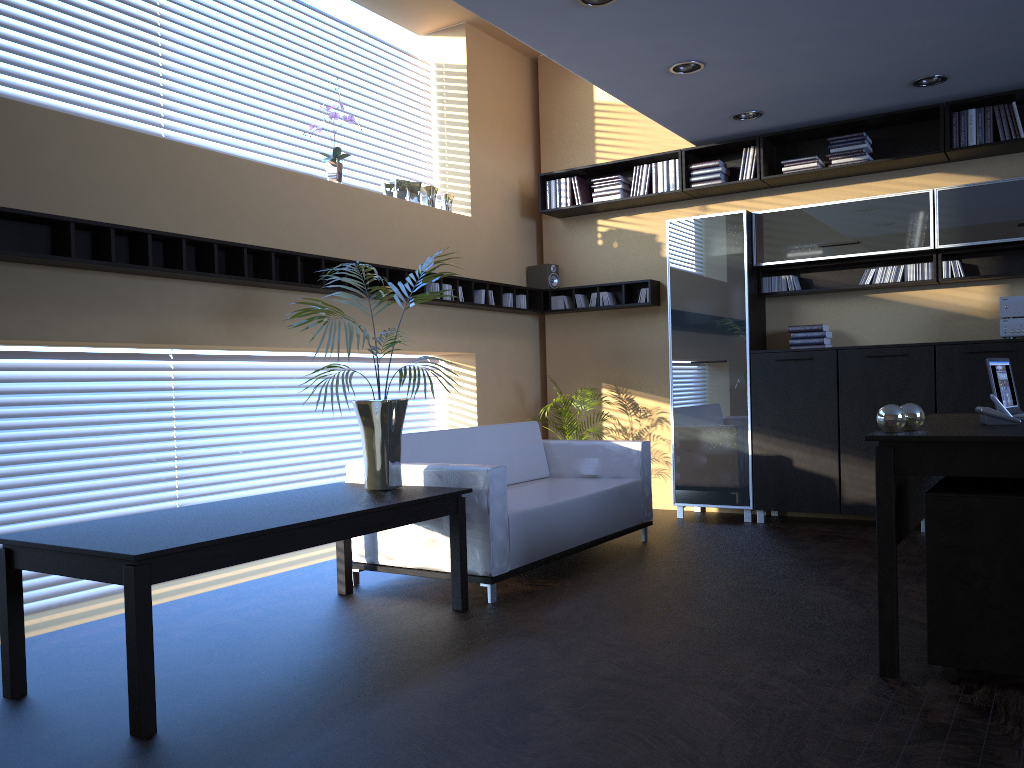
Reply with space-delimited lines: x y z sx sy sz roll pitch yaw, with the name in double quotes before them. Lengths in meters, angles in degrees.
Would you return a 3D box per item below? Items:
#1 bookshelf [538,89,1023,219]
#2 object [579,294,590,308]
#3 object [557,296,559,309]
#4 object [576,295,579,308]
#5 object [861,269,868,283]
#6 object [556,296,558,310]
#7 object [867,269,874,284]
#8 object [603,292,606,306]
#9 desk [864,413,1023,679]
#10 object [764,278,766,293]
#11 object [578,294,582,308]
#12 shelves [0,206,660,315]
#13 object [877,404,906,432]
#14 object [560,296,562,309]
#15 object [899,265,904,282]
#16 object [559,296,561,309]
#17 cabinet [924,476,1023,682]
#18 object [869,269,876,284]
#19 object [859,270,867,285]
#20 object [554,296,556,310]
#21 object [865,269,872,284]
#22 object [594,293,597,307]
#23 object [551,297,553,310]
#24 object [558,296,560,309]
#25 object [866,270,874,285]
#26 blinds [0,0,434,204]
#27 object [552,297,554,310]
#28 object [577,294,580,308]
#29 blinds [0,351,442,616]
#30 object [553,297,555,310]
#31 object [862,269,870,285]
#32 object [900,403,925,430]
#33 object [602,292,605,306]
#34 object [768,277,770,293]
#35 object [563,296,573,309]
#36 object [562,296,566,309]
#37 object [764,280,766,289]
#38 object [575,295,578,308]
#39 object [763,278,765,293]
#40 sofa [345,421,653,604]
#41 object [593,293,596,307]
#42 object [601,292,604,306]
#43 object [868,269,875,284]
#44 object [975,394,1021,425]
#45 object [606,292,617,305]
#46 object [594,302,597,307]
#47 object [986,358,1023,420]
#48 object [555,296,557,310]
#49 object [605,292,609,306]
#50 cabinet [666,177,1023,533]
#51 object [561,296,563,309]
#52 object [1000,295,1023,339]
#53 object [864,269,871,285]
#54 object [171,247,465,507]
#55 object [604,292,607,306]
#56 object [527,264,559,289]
"bookshelf" 2.499 -1.753 6.625 5.126 0.340 0.361 -2 0 32
"object" 0.650 -0.735 7.899 0.040 0.118 0.142 -1 1 32
"object" 0.450 -0.730 8.025 0.009 0.120 0.142 -1 1 32
"object" 0.619 -0.735 7.918 0.030 0.120 0.142 -1 1 32
"object" 2.655 -0.794 6.642 0.059 0.113 0.142 -1 1 32
"object" 0.441 -0.730 8.030 0.009 0.120 0.142 -1 1 32
"object" 2.687 -0.795 6.617 0.055 0.110 0.140 -1 1 32
"object" 0.843 -0.742 7.777 0.030 0.120 0.142 -1 1 32
"desk" 2.193 0.609 3.814 0.914 0.891 1.893 -1 0 32
"object" 2.026 -0.778 7.030 0.006 0.118 0.140 -1 1 32
"object" 0.637 -0.736 7.907 0.030 0.120 0.142 -1 1 32
"shelves" -1.012 -0.719 5.178 1.249 0.213 6.618 -2 0 32
"object" 1.461 0.131 3.414 0.105 0.105 0.105 -2 1 -39
"object" 0.476 -0.731 8.008 0.009 0.120 0.142 -1 1 32
"object" 2.866 -0.804 6.499 0.036 0.116 0.140 -1 1 32
"object" 0.467 -0.731 8.014 0.009 0.120 0.142 -1 1 32
"cabinet" 1.869 0.722 3.322 0.500 0.680 0.634 -1 1 32
"object" 2.698 -0.796 6.615 0.059 0.113 0.142 -1 1 32
"object" 2.641 -0.794 6.639 0.059 0.113 0.142 -1 1 32
"object" 0.423 -0.729 8.041 0.009 0.120 0.142 -1 1 32
"object" 2.676 -0.795 6.618 0.055 0.110 0.140 -1 1 32
"object" 0.770 -0.740 7.823 0.030 0.120 0.142 -1 1 32
"object" 0.397 -0.729 8.058 0.009 0.120 0.142 -1 1 32
"object" 0.458 -0.731 8.019 0.009 0.120 0.142 -1 1 32
"object" 2.687 -0.795 6.618 0.059 0.113 0.142 -1 1 32
"blinds" -2.125 -2.078 5.297 0.039 1.462 5.388 -1 0 32
"object" 0.406 -0.729 8.052 0.009 0.120 0.142 -1 1 32
"object" 0.628 -0.735 7.912 0.030 0.120 0.142 -1 1 32
"blinds" -2.050 0.499 5.358 0.047 1.368 5.388 -1 0 32
"object" 0.415 -0.729 8.047 0.009 0.120 0.142 -1 1 32
"object" 2.661 -0.795 6.632 0.059 0.113 0.142 -1 1 32
"object" 1.562 0.128 3.479 0.105 0.105 0.105 -2 1 -39
"object" 0.835 -0.742 7.782 0.030 0.120 0.142 -1 1 32
"object" 2.054 -0.779 7.018 0.009 0.120 0.142 -1 1 32
"object" 0.514 -0.731 7.984 0.040 0.118 0.142 -1 1 32
"object" 0.493 -0.732 7.997 0.009 0.120 0.142 -1 1 32
"object" 2.028 -0.778 7.034 0.009 0.120 0.142 -1 1 32
"object" 0.611 -0.735 7.923 0.030 0.120 0.142 -1 1 32
"object" 2.016 -0.778 7.034 0.009 0.120 0.142 -1 1 32
"sofa" 0.010 0.696 5.616 1.014 0.849 2.055 -1 0 32
"object" 0.762 -0.739 7.828 0.030 0.120 0.142 -1 1 32
"object" 0.817 -0.741 7.793 0.009 0.120 0.142 -1 1 32
"object" 2.694 -0.795 6.609 0.055 0.110 0.140 -1 1 32
"object" 2.026 0.104 3.698 0.146 0.127 0.130 -2 1 17
"object" 0.874 -0.742 7.758 0.040 0.118 0.142 -1 1 32
"object" 0.771 -0.740 7.822 0.030 0.124 0.142 -1 1 32
"object" 2.403 0.015 4.063 0.323 0.283 0.390 -1 1 42
"object" 0.432 -0.730 8.035 0.009 0.120 0.142 -1 1 32
"object" 0.861 -0.742 7.766 0.030 0.120 0.142 -1 1 32
"cabinet" 3.025 -0.166 6.285 3.877 2.400 0.490 -1 1 32
"object" 0.484 -0.731 8.003 0.009 0.120 0.142 -1 1 32
"object" 3.516 -0.447 5.926 0.430 0.282 0.363 -1 0 32
"object" 2.669 -0.795 6.627 0.059 0.113 0.142 -1 1 32
"object" -1.055 0.221 4.943 1.039 1.860 1.896 -2 1 -38
"object" 0.852 -0.742 7.771 0.030 0.120 0.142 -1 1 32
"object" 0.291 -0.970 8.124 0.254 0.229 0.159 -1 1 42
